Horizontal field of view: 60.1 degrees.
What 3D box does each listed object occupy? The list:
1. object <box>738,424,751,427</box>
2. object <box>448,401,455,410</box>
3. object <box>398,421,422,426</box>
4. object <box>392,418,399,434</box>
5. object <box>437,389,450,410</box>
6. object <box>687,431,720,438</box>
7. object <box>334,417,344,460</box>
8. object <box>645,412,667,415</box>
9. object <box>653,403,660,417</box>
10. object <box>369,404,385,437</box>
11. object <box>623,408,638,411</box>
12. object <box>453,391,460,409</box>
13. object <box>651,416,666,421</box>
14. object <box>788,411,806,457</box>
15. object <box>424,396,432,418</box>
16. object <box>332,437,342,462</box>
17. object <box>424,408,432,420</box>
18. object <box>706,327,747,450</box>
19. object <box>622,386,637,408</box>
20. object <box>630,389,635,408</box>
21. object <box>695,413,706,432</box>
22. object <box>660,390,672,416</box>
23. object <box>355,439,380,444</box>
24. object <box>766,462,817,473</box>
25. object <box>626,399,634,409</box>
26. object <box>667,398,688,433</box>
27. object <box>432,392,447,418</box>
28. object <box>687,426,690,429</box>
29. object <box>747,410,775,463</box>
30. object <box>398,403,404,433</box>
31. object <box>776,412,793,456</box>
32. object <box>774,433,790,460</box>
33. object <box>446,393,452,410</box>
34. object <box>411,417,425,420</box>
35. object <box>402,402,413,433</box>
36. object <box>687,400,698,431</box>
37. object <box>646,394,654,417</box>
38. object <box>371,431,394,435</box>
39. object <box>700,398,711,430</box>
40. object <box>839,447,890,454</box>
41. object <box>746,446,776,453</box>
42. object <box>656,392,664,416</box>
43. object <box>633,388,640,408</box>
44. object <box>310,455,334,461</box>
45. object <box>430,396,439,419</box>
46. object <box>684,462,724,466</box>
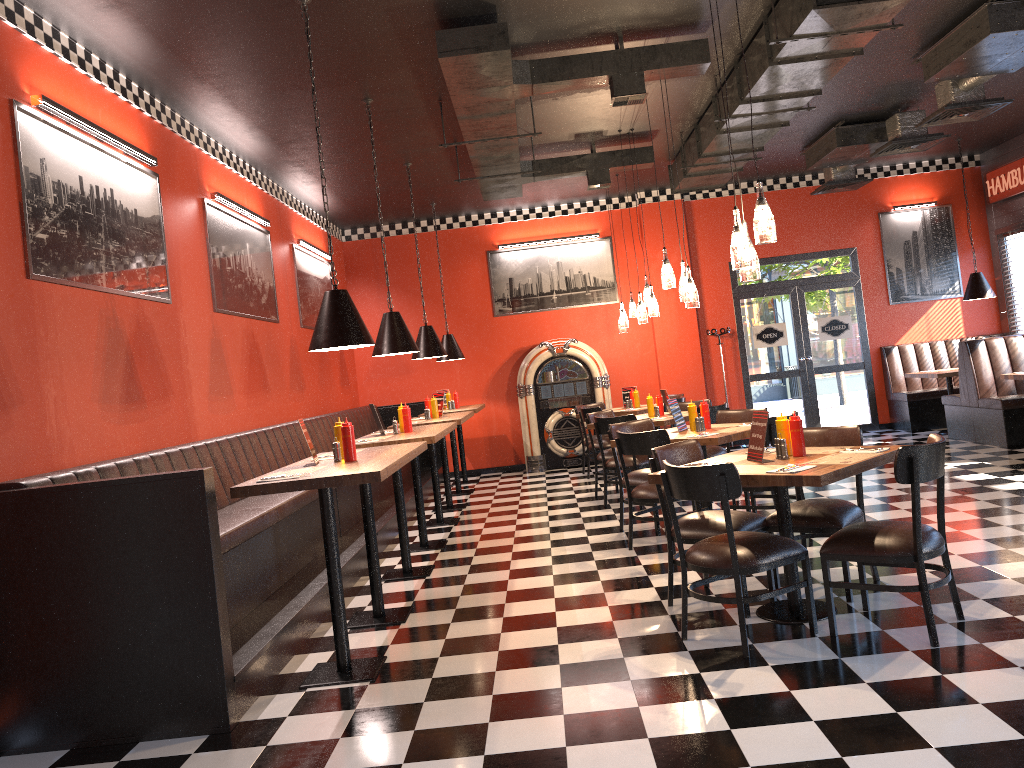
[{"bbox_3d":[1.806,0.304,6.667,0.158,0.019,0.254,-7,1,-44],"label":"object"},{"bbox_3d":[-0.764,0.254,11.188,0.094,0.136,0.046,-6,-2,-18],"label":"object"},{"bbox_3d":[-0.984,0.374,8.435,0.255,0.019,0.157,-7,1,-2],"label":"object"},{"bbox_3d":[-0.918,0.327,6.967,0.047,0.136,0.093,-6,-1,-8],"label":"object"},{"bbox_3d":[-0.859,0.201,11.392,0.188,0.257,0.072,-6,-2,-38],"label":"object"},{"bbox_3d":[1.375,0.358,6.317,0.255,0.019,0.157,-7,1,-41],"label":"object"},{"bbox_3d":[-0.962,0.305,4.986,0.068,0.238,0.067,-6,-2,-23],"label":"object"},{"bbox_3d":[1.490,0.306,9.259,0.255,0.019,0.157,-7,1,-44],"label":"object"},{"bbox_3d":[1.441,0.259,8.830,0.047,0.136,0.093,-6,-1,-8],"label":"object"},{"bbox_3d":[-1.066,0.281,6.996,0.072,0.257,0.188,-6,-1,-19],"label":"object"},{"bbox_3d":[1.414,0.299,10.483,0.255,0.019,0.157,-7,1,-40],"label":"object"},{"bbox_3d":[-0.713,0.195,11.294,0.068,0.238,0.068,-6,-2,-5],"label":"object"},{"bbox_3d":[1.375,0.330,8.479,0.255,0.019,0.157,-7,1,-41],"label":"object"},{"bbox_3d":[1.478,0.257,4.597,0.067,0.238,0.068,-8,-2,44],"label":"object"},{"bbox_3d":[-0.863,0.240,9.148,0.068,0.238,0.068,-6,-2,-4],"label":"object"},{"bbox_3d":[-0.963,0.359,4.868,0.047,0.136,0.093,-6,-1,-7],"label":"object"},{"bbox_3d":[-0.863,0.294,9.026,0.047,0.136,0.093,-6,-1,-33],"label":"object"},{"bbox_3d":[2.933,0.057,12.181,0.374,1.661,0.375,-7,-2,24],"label":"object"},{"bbox_3d":[1.473,0.165,11.044,0.188,0.257,0.072,-7,-2,11],"label":"object"},{"bbox_3d":[1.492,0.173,10.941,0.068,0.238,0.068,-7,-2,-1],"label":"object"},{"bbox_3d":[1.421,0.289,6.701,0.094,0.136,0.046,-6,-2,-38],"label":"object"},{"bbox_3d":[1.563,0.182,8.893,0.072,0.257,0.188,-6,-1,-8],"label":"object"},{"bbox_3d":[-1.032,0.407,6.294,0.255,0.019,0.157,-7,1,-2],"label":"object"},{"bbox_3d":[1.323,0.391,4.163,0.255,0.019,0.157,-7,1,-40],"label":"object"},{"bbox_3d":[1.439,0.233,10.869,0.093,0.136,0.046,-7,-2,2],"label":"object"},{"bbox_3d":[1.283,0.240,6.873,0.072,0.257,0.188,-8,-1,32],"label":"object"},{"bbox_3d":[-0.776,0.219,9.197,0.188,0.257,0.072,-7,-2,43],"label":"object"},{"bbox_3d":[1.464,0.337,7.090,0.157,0.019,0.255,-6,1,39],"label":"object"},{"bbox_3d":[1.274,0.271,4.593,0.072,0.257,0.188,-6,-1,-8],"label":"object"},{"bbox_3d":[-0.872,0.267,7.073,0.068,0.238,0.068,-7,-2,11],"label":"object"},{"bbox_3d":[1.435,0.261,4.680,0.068,0.238,0.068,-7,-2,16],"label":"object"},{"bbox_3d":[1.389,0.320,4.573,0.047,0.136,0.093,-6,-1,-8],"label":"object"},{"bbox_3d":[-0.805,0.205,11.306,0.068,0.238,0.068,-6,-2,-5],"label":"object"},{"bbox_3d":[-0.960,0.359,9.354,0.255,0.019,0.157,-7,1,-2],"label":"object"},{"bbox_3d":[-0.829,0.264,6.990,0.068,0.238,0.068,-7,-2,22],"label":"object"},{"bbox_3d":[1.389,0.239,6.802,0.068,0.238,0.068,-7,-2,7],"label":"object"},{"bbox_3d":[1.394,0.211,8.922,0.068,0.238,0.068,-7,-2,7],"label":"object"},{"bbox_3d":[-1.028,0.394,7.261,0.255,0.019,0.157,-7,1,-2],"label":"object"},{"bbox_3d":[1.482,0.228,6.798,0.068,0.238,0.068,-7,-2,7],"label":"object"},{"bbox_3d":[1.775,0.335,4.515,0.158,0.019,0.254,-7,1,-39],"label":"object"},{"bbox_3d":[1.420,0.370,4.982,0.255,0.019,0.157,-7,1,-43],"label":"object"},{"bbox_3d":[1.487,0.200,8.917,0.068,0.238,0.068,-7,-2,7],"label":"object"},{"bbox_3d":[1.527,0.171,10.854,0.068,0.238,0.068,-7,-2,-1],"label":"object"},{"bbox_3d":[-1.039,0.422,5.162,0.255,0.019,0.157,-7,1,-2],"label":"object"},{"bbox_3d":[-0.795,0.233,9.084,0.068,0.238,0.068,-6,-2,-9],"label":"object"},{"bbox_3d":[1.009,0.422,4.623,0.254,0.019,0.158,-6,1,41],"label":"object"}]
